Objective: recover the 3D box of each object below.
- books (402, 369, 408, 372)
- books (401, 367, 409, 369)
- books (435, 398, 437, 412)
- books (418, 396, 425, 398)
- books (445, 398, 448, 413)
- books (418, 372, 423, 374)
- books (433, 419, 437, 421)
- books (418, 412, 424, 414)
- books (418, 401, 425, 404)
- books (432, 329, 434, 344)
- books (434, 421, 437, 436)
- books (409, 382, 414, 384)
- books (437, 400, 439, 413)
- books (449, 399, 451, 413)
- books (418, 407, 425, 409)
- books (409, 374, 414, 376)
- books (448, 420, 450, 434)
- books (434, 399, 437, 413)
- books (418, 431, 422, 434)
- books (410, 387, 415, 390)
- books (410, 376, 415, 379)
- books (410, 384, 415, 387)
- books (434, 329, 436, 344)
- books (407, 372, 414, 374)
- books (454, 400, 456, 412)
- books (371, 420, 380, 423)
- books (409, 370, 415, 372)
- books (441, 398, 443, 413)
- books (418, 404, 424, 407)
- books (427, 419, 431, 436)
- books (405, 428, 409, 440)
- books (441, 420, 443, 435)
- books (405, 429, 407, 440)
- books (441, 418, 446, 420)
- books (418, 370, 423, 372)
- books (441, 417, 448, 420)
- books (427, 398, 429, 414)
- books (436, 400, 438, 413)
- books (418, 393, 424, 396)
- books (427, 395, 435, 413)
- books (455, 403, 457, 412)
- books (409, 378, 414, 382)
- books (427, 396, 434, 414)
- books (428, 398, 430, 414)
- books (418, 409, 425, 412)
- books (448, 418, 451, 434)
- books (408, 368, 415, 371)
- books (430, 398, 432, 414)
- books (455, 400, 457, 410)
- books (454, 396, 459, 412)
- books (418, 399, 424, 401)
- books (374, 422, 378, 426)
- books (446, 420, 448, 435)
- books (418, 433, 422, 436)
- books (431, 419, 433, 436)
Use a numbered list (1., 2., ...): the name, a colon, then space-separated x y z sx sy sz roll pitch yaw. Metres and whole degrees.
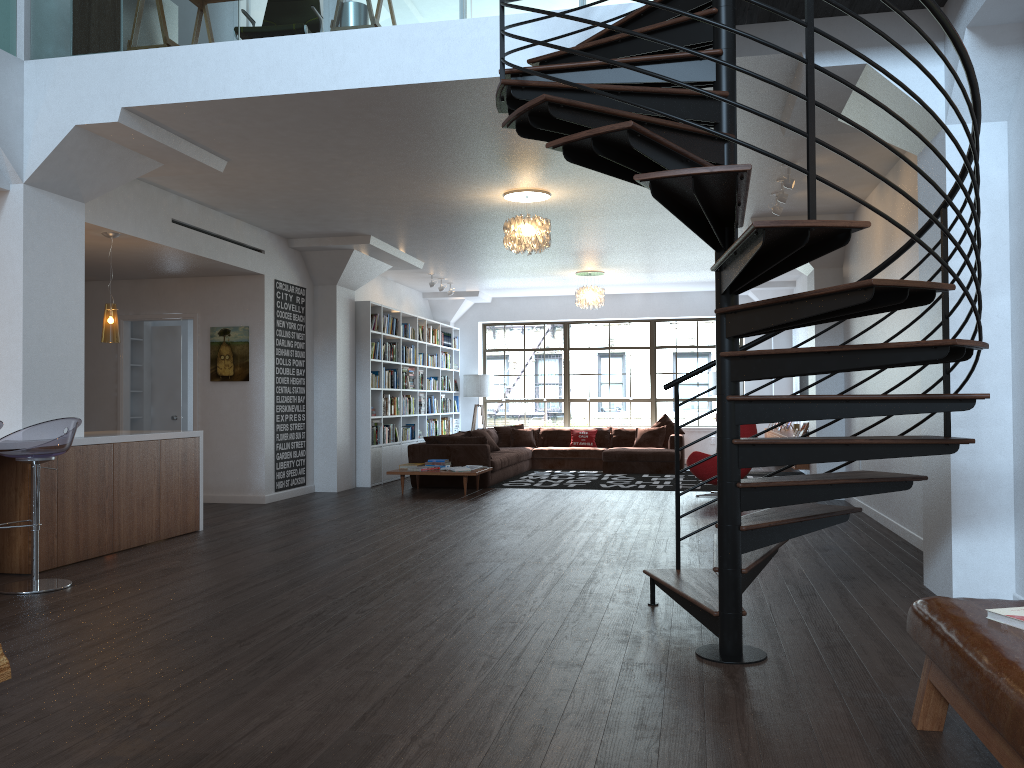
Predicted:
1. books: -1.645 -0.197 12.966 0.174 0.045 0.240 -1 -1 11
2. books: -1.642 -0.234 12.943 0.223 0.027 0.161 -1 -1 21
3. books: -1.321 0.355 14.515 0.170 0.251 0.118 -1 -1 12
4. books: -1.478 0.202 13.783 0.208 0.024 0.144 -1 -1 17
5. books: -1.192 0.366 15.154 0.183 0.253 0.042 -1 -1 12
6. books: -1.505 -0.173 13.690 0.223 0.031 0.161 -1 -1 12
7. books: -1.315 0.714 14.535 0.176 0.290 0.036 -1 -1 11
8. books: -1.502 0.449 13.778 0.246 0.038 0.171 -1 -1 12
9. books: -1.498 0.290 13.786 0.253 0.040 0.183 -1 -1 12
10. books: -1.351 -0.766 14.429 0.171 0.246 0.057 -1 -1 12
11. books: -1.313 0.732 14.499 0.183 0.253 0.034 -1 -1 11
12. books: -1.603 -0.013 13.342 0.180 0.042 0.259 -1 -1 12
13. books: -1.295 0.374 14.620 0.161 0.218 0.101 -1 -1 12
14. books: -1.148 0.383 15.373 0.168 0.228 0.139 -1 -1 12
15. books: -1.503 0.373 13.807 0.259 0.040 0.180 -1 -1 12
16. books: -1.585 -0.135 13.358 0.161 0.033 0.223 -1 -1 12
17. books: -1.155 0.750 15.328 0.171 0.246 0.057 -1 -1 12
18. books: -1.329 0.358 14.462 0.174 0.242 0.105 -1 -1 12
19. books: -1.544 0.751 13.753 0.254 0.032 0.174 -1 -1 17
20. books: -1.575 0.066 13.342 0.171 0.039 0.246 -1 -1 12
21. books: -1.580 -0.099 13.349 0.183 0.042 0.253 -1 -1 12
22. books: -1.578 0.027 13.341 0.160 0.039 0.251 -1 -1 17
23. books: -1.337 -0.768 14.510 0.183 0.253 0.034 -1 -1 12
24. books: -1.595 -0.164 13.384 0.223 0.027 0.161 0 -1 1
25. books: -1.083 0.394 15.658 0.161 0.218 0.101 -1 -1 12
26. books: -1.884 0.494 11.724 0.223 0.027 0.161 -1 -1 21
27. books: -1.576 -0.190 13.372 0.144 0.024 0.208 -1 -1 17
28. books: -1.245 0.360 14.864 0.174 0.251 0.051 -1 -1 12
29. books: -1.492 0.330 13.792 0.231 0.044 0.168 0 -1 7
30. books: -1.397 0.710 14.161 0.198 0.284 0.066 -1 -1 11
31. books: -1.587 0.747 13.157 0.126 0.173 0.032 -1 -1 12
32. books: -1.252 0.738 14.849 0.183 0.253 0.036 -1 -1 12
33. books: -1.605 0.748 13.057 0.120 0.167 0.020 -1 -1 12
34. books: -1.217 0.727 15.087 0.198 0.284 0.066 -1 -1 12
35. books: -1.504 -0.202 13.699 0.224 0.030 0.161 -1 -1 22
36. books: -1.164 0.722 15.191 0.140 0.298 0.044 -1 -1 12
37. books: -1.416 0.344 14.027 0.182 0.255 0.077 -1 -1 12
38. books: -1.300 0.372 14.586 0.161 0.222 0.084 -1 -1 12
39. books: -1.483 0.169 13.778 0.185 0.041 0.129 -1 -1 26
40. books: -1.352 0.332 14.377 0.176 0.293 0.125 -1 -1 12
41. books: -1.070 0.397 15.694 0.161 0.213 0.118 -1 -1 12
42. books: -1.587 -0.057 13.354 0.168 0.045 0.231 0 -1 7
43. books: -1.369 0.332 14.317 0.197 0.290 0.136 -1 -1 12
44. books: -1.394 0.351 14.127 0.174 0.243 0.085 -1 -1 12
45. books: -1.504 0.411 13.782 0.251 0.037 0.160 -1 -1 17
46. books: -1.141 0.730 15.410 0.176 0.290 0.053 -1 -1 12
47. books: -1.570 -0.224 13.368 0.129 0.043 0.185 -1 -1 26
48. books: -1.373 0.349 14.211 0.182 0.253 0.098 -1 -1 12
49. books: -1.066 0.400 15.745 0.161 0.213 0.146 -1 -1 12
50. books: -1.044 0.361 15.845 0.176 0.290 0.053 -1 -1 12
51. books: -1.491 0.255 13.791 0.223 0.032 0.161 -1 -1 12
52. books: -1.887 0.531 11.747 0.174 0.045 0.240 0 -1 1
53. books: -1.192 0.746 15.145 0.189 0.247 0.057 -1 -1 12
54. books: -1.540 0.783 13.749 0.284 0.033 0.197 0 -1 -3
55. books: -1.367 0.709 14.267 0.176 0.290 0.053 -1 -1 11
